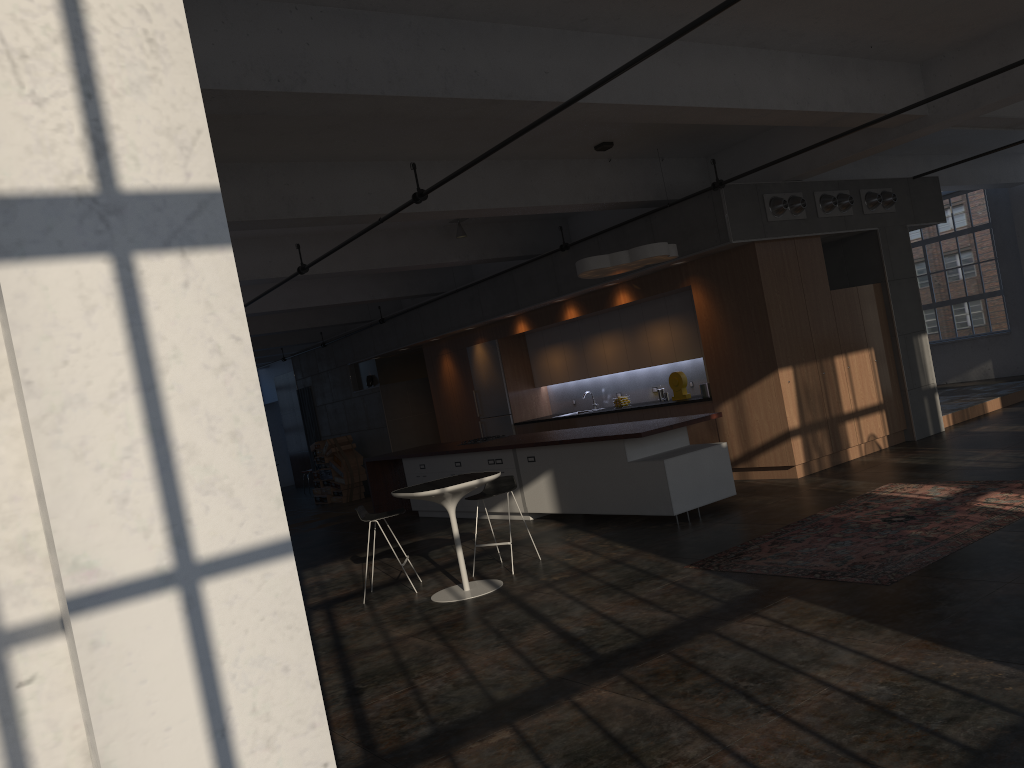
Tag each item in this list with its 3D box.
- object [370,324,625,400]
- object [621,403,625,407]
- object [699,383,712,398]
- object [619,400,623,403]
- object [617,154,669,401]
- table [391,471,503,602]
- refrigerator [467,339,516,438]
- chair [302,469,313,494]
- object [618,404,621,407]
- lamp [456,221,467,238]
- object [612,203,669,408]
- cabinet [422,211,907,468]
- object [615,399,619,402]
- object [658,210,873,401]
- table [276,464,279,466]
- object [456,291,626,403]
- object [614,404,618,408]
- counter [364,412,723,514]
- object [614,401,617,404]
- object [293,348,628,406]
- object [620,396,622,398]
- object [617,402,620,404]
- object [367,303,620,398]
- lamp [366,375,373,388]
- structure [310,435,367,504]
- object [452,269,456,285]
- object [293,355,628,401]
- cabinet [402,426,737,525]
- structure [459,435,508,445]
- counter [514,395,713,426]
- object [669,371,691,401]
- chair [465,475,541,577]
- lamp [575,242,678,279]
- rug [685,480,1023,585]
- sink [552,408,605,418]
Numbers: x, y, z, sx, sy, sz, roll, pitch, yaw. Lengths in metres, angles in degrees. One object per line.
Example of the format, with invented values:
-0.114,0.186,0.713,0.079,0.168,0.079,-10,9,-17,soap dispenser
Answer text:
1.603,0.206,12.810,0.064,0.051,0.052,-11,1,-42,object
1.602,0.298,12.800,0.052,0.057,0.060,-11,1,2,object
2.467,0.074,11.163,0.189,0.170,0.192,-11,1,14,object
-0.566,-0.415,18.214,0.063,2.211,11.662,-12,0,-20,object
1.552,0.219,12.807,0.058,0.060,0.052,-11,1,-12,object
-0.471,1.301,7.531,0.843,0.952,0.814,-11,1,-34,table
-0.262,0.393,14.854,0.224,2.192,0.938,-12,2,-37,refrigerator
-4.902,2.194,22.097,0.667,0.988,0.420,-12,1,-35,chair
1.558,0.313,12.832,0.052,0.053,0.062,-10,1,43,object
-0.698,-2.082,11.900,0.155,0.216,0.156,-11,1,3,lamp
-0.437,1.188,18.922,0.962,1.215,12.997,-11,0,-23,object
1.727,-0.094,13.905,2.421,2.564,7.960,-11,0,-34,cabinet
-0.898,-0.367,15.276,0.054,2.170,6.740,-12,1,-43,object
2.103,0.127,12.422,0.061,0.210,0.142,-12,1,-34,object
-6.847,2.691,23.768,1.302,0.852,1.317,-11,0,9,table
1.624,0.247,12.828,0.053,0.053,0.061,-11,1,-28,object
1.660,-0.861,11.480,0.058,2.311,2.887,-11,1,-15,object
0.014,1.214,11.634,1.162,0.971,6.536,-11,0,-34,counter
0.325,-0.607,13.446,2.373,2.230,0.054,-11,2,31,object
1.646,0.295,12.844,0.073,0.063,0.064,-11,1,21,object
-1.691,-0.227,16.514,0.060,2.166,9.719,-12,1,-40,object
1.547,0.294,12.917,0.061,0.053,0.053,-11,1,37,object
1.569,0.211,12.940,0.059,0.060,0.050,-11,1,0,object
-2.810,-0.048,17.586,0.168,0.259,0.215,-10,1,37,lamp
-3.660,1.765,18.250,0.649,1.316,1.879,-12,1,-34,structure
1.570,0.254,12.843,0.051,0.053,0.064,-11,1,3,object
1.656,0.219,12.867,0.053,0.052,0.062,-11,1,14,object
0.341,1.179,11.132,0.938,0.930,5.546,-11,0,-34,cabinet
-0.411,0.800,12.503,0.521,0.072,0.628,-11,0,-34,structure
1.897,0.295,13.089,1.635,0.039,4.380,-11,0,-34,counter
2.214,0.022,11.753,0.101,0.381,0.269,-12,1,-34,object
-0.116,1.326,8.159,0.456,0.896,0.513,-10,1,33,chair
1.233,-1.312,9.468,1.071,0.130,1.014,-11,0,12,lamp
2.986,1.098,7.023,2.935,0.029,1.821,-11,0,-35,rug
1.032,0.537,13.558,0.532,0.192,0.716,-11,0,-34,sink
